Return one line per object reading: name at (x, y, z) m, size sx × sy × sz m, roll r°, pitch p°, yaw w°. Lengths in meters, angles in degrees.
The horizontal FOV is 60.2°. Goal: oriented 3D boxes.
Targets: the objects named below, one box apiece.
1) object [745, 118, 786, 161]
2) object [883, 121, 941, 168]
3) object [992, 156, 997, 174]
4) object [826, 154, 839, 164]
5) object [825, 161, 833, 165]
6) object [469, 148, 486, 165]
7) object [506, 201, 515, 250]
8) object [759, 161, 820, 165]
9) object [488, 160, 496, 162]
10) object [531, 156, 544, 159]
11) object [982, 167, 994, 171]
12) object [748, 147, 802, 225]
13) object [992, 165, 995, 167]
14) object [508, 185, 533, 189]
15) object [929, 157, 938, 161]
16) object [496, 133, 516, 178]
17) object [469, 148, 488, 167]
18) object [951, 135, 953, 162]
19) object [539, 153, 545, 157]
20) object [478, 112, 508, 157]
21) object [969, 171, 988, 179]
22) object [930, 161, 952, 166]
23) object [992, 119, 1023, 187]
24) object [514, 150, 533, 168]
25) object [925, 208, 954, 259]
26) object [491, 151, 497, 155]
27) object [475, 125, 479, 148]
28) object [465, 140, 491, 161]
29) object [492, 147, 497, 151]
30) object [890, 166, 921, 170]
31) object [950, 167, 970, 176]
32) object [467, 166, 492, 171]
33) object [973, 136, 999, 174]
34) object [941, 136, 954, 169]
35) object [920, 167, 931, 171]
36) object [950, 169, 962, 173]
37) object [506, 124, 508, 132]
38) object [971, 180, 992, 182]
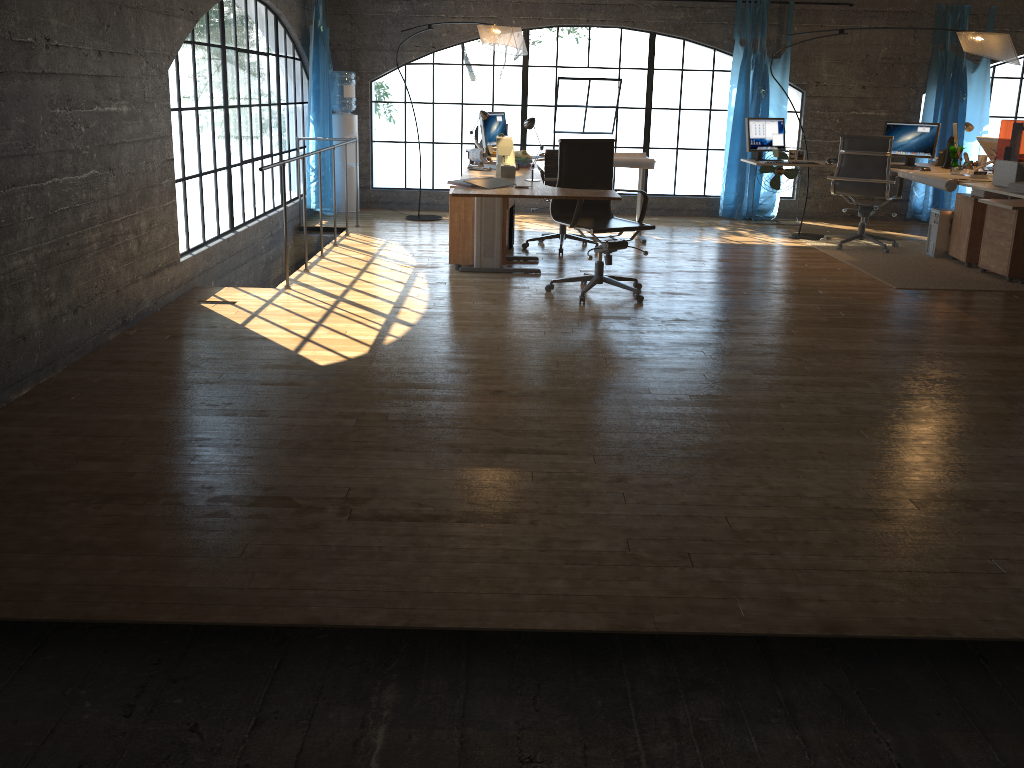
object at (2.356, -2.275, 8.203) m, size 0.472 × 0.382 × 0.291 m, roll -8°, pitch 18°, yaw -29°
object at (3.557, -2.148, 7.907) m, size 0.475 × 0.382 × 0.289 m, roll 15°, pitch 20°, yaw 38°
object at (3.856, -1.724, 6.978) m, size 0.094 × 0.174 × 0.229 m, roll 9°, pitch 18°, yaw 26°
object at (3.023, -2.075, 8.128) m, size 0.281 × 0.079 × 0.419 m, roll 12°, pitch 21°, yaw 30°
object at (2.846, -1.985, 7.918) m, size 0.059 × 0.033 × 0.103 m, roll 4°, pitch 18°, yaw 9°
object at (-0.270, -1.790, 6.946) m, size 0.133 × 0.126 × 0.040 m, roll 0°, pitch 14°, yaw -5°
object at (-0.223, -1.374, 7.541) m, size 0.480 × 0.402 × 0.205 m, roll 3°, pitch 15°, yaw 4°
object at (2.504, -2.000, 7.971) m, size 0.490 × 0.011 × 0.192 m, roll 1°, pitch 18°, yaw 0°
object at (-0.164, -1.834, 7.252) m, size 0.097 × 0.023 × 0.109 m, roll 6°, pitch 19°, yaw 13°
object at (0.104, -1.990, 7.765) m, size 0.188 × 0.011 × 0.500 m, roll 9°, pitch 20°, yaw 23°
object at (4.256, -1.898, 7.793) m, size 0.188 × 0.011 × 0.500 m, roll 9°, pitch 20°, yaw 23°
object at (2.842, -2.159, 9.536) m, size 0.490 × 0.784 × 0.594 m, roll 3°, pitch 15°, yaw 4°
object at (4.450, -1.997, 8.071) m, size 0.102 × 0.033 × 0.060 m, roll 13°, pitch 21°, yaw 33°
object at (0.053, -1.193, 5.347) m, size 0.142 × 0.013 × 0.131 m, roll 2°, pitch 18°, yaw 3°
object at (3.949, -2.070, 8.144) m, size 0.144 × 0.031 × 0.155 m, roll 3°, pitch 18°, yaw 4°
object at (-0.041, -1.592, 6.123) m, size 0.137 × 0.278 × 0.413 m, roll 1°, pitch 17°, yaw 0°
object at (-0.266, -1.757, 6.839) m, size 0.156 × 0.132 × 0.100 m, roll 12°, pitch 19°, yaw 33°
object at (4.078, -2.180, 8.217) m, size 0.085 × 0.271 × 0.087 m, roll 1°, pitch 14°, yaw -1°
object at (0.298, -2.089, 8.043) m, size 0.102 × 0.033 × 0.060 m, roll 13°, pitch 21°, yaw 33°
object at (-0.160, -2.243, 7.921) m, size 0.287 × 0.382 × 0.479 m, roll 8°, pitch 18°, yaw 24°
object at (3.622, -1.623, 6.842) m, size 0.130 × 0.054 × 0.050 m, roll 1°, pitch 16°, yaw 0°
object at (3.971, -2.037, 8.151) m, size 0.204 × 0.035 × 0.209 m, roll 1°, pitch 18°, yaw -2°
object at (3.573, -1.604, 6.151) m, size 0.270 × 0.448 × 0.227 m, roll -1°, pitch 15°, yaw -10°
object at (0.033, -1.744, 6.827) m, size 0.255 × 0.127 × 0.259 m, roll 2°, pitch 17°, yaw 2°
object at (3.850, -1.284, 7.567) m, size 0.480 × 0.402 × 0.205 m, roll 3°, pitch 15°, yaw 4°
object at (-0.181, -2.129, 8.123) m, size 0.204 × 0.035 × 0.209 m, roll 1°, pitch 18°, yaw -2°
object at (-0.313, -2.128, 7.736) m, size 0.086 × 0.271 × 0.086 m, roll 14°, pitch 19°, yaw 42°
object at (-0.283, -1.970, 7.435) m, size 0.190 × 0.161 × 0.173 m, roll -3°, pitch 17°, yaw -15°
object at (-0.203, -2.163, 8.117) m, size 0.144 × 0.031 × 0.155 m, roll 3°, pitch 18°, yaw 4°
object at (3.339, -1.909, 7.756) m, size 0.188 × 0.011 × 0.499 m, roll -11°, pitch 22°, yaw -33°
object at (3.600, -1.704, 7.076) m, size 0.054 × 0.063 × 0.162 m, roll -8°, pitch 20°, yaw -32°
object at (-0.236, -1.582, 6.480) m, size 0.182 × 0.025 × 0.076 m, roll 12°, pitch 20°, yaw 28°
object at (3.982, -1.862, 7.214) m, size 0.286 × 0.293 × 0.405 m, roll -1°, pitch 17°, yaw -9°
object at (3.839, -2.036, 7.764) m, size 0.086 × 0.271 × 0.086 m, roll -12°, pitch 19°, yaw -43°
object at (3.491, -1.815, 7.452) m, size 0.101 × 0.033 × 0.060 m, roll -7°, pitch 19°, yaw -25°
object at (3.715, -1.771, 7.349) m, size 0.109 × 0.022 × 0.141 m, roll 8°, pitch 19°, yaw 18°
object at (-0.074, -2.272, 8.189) m, size 0.085 × 0.271 × 0.087 m, roll 2°, pitch 14°, yaw 2°
object at (3.489, -1.509, 6.564) m, size 0.147 × 0.007 × 0.008 m, roll 4°, pitch 16°, yaw 9°
